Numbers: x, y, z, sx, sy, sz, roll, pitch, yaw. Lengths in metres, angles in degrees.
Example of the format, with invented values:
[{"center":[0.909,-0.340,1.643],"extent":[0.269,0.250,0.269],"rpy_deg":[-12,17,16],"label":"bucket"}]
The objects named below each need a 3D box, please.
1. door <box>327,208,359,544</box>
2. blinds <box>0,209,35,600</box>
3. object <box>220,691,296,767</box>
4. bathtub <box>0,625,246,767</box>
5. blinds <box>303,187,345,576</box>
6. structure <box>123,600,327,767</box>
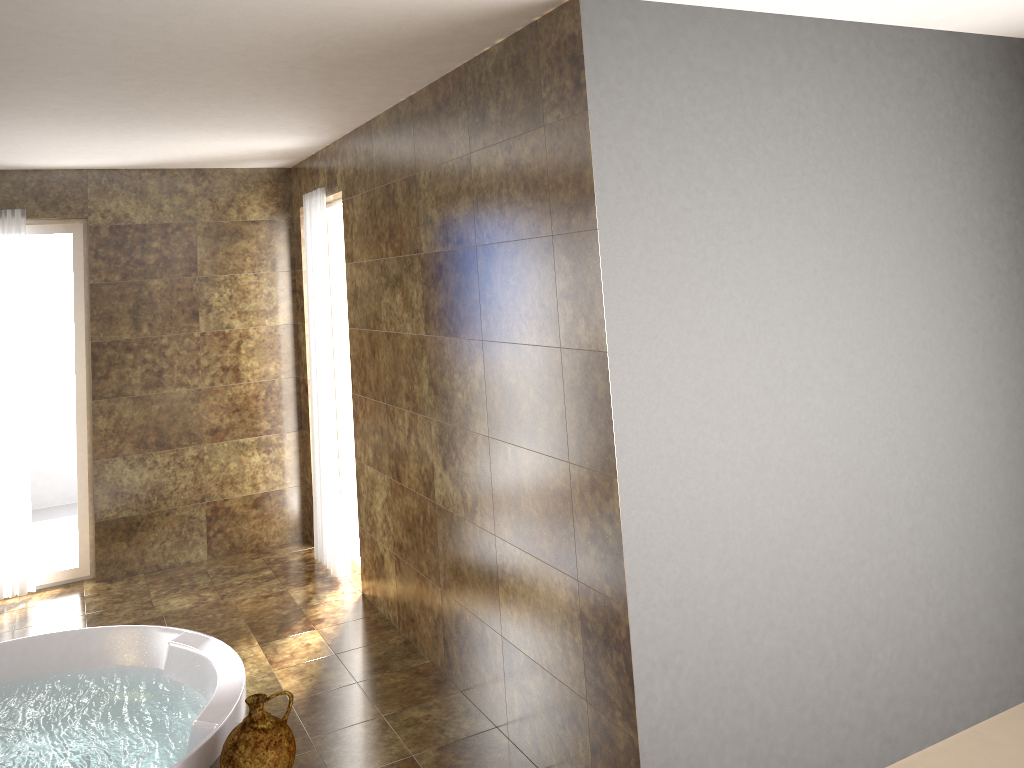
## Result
[{"center":[-0.700,-0.094,5.679],"extent":[0.960,2.240,0.039],"rpy_deg":[-4,-6,6],"label":"door"},{"center":[-3.060,0.106,4.981],"extent":[0.520,2.277,0.066],"rpy_deg":[-1,-6,-27],"label":"blinds"},{"center":[-0.801,1.131,2.723],"extent":[0.228,0.276,0.231],"rpy_deg":[-4,0,35],"label":"object"},{"center":[-1.846,1.355,3.040],"extent":[1.748,0.524,1.757],"rpy_deg":[-4,6,4],"label":"bathtub"},{"center":[-1.166,-0.053,5.235],"extent":[0.069,2.289,0.476],"rpy_deg":[-1,-6,-27],"label":"blinds"},{"center":[-1.845,1.362,3.041],"extent":[2.018,0.124,1.996],"rpy_deg":[-8,8,-27],"label":"structure"}]
